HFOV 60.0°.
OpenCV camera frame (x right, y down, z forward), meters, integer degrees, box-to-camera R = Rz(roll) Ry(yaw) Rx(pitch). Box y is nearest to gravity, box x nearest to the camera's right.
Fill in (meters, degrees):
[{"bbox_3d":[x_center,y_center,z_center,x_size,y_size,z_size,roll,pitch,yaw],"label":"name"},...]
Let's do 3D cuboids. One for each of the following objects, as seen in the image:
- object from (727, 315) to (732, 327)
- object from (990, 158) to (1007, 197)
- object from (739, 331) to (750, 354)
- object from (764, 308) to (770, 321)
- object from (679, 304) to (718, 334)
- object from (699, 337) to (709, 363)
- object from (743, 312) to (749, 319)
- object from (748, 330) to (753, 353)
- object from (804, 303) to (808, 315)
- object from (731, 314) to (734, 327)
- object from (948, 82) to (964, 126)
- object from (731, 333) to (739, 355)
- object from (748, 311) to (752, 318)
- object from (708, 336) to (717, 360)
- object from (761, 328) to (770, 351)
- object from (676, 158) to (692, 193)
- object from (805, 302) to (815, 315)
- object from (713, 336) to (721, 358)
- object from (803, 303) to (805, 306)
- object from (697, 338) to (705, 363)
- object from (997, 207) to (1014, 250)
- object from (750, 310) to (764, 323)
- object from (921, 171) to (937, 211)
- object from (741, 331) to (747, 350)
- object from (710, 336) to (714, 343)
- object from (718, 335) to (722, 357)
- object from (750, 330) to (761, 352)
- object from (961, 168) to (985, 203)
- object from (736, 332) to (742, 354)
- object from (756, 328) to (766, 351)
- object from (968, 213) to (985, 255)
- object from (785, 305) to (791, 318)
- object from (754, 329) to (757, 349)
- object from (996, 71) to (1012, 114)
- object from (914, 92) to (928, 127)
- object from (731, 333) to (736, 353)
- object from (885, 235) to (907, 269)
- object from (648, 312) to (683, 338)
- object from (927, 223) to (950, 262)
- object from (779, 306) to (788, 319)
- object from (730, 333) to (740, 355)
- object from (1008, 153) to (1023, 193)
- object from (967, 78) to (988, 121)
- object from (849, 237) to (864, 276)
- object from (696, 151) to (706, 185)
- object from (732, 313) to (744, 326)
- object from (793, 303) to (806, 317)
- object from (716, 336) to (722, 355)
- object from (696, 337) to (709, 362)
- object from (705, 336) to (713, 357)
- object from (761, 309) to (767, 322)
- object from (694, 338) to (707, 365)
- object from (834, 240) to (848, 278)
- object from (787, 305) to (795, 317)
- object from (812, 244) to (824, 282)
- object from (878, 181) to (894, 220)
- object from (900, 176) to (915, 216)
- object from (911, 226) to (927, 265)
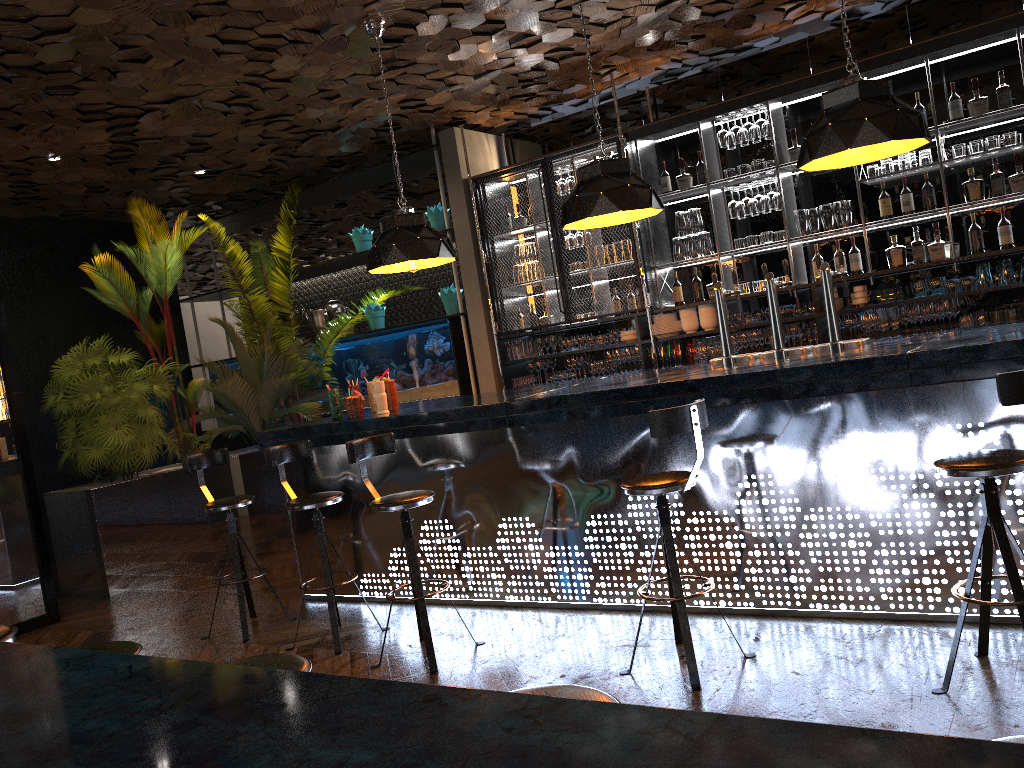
[{"bbox_3d":[1.731,-0.505,7.163,0.100,0.100,0.089,-7,3,39],"label":"object"},{"bbox_3d":[3.389,-1.437,6.193,0.083,0.282,0.083,-8,3,34],"label":"object"},{"bbox_3d":[1.868,-0.311,7.096,0.084,0.216,0.084,-11,3,-41],"label":"object"},{"bbox_3d":[2.047,-0.551,7.016,0.093,0.099,0.093,-11,3,-39],"label":"object"},{"bbox_3d":[1.551,-0.544,7.373,0.309,0.216,0.149,-8,3,32],"label":"object"},{"bbox_3d":[1.607,-0.278,7.384,0.082,0.213,0.082,-9,2,10],"label":"object"},{"bbox_3d":[1.895,-0.535,7.264,0.100,0.100,0.089,-10,2,-14],"label":"object"},{"bbox_3d":[1.942,-0.327,7.204,0.084,0.216,0.084,-8,2,26],"label":"object"},{"bbox_3d":[2.333,-0.598,7.079,0.095,0.096,0.095,-11,3,-40],"label":"object"},{"bbox_3d":[1.787,-0.518,7.261,0.100,0.100,0.089,-9,2,6],"label":"object"},{"bbox_3d":[3.141,-1.988,6.286,0.086,0.298,0.086,-9,2,-7],"label":"object"},{"bbox_3d":[1.791,-0.300,7.150,0.084,0.216,0.084,-8,2,22],"label":"object"},{"bbox_3d":[1.954,-0.548,7.345,0.089,0.100,0.100,-8,2,28],"label":"object"},{"bbox_3d":[1.641,-0.278,7.257,0.082,0.213,0.082,-10,2,-23],"label":"object"},{"bbox_3d":[2.090,-0.353,7.271,0.084,0.216,0.084,-11,3,-34],"label":"object"},{"bbox_3d":[1.435,-1.746,7.415,0.123,0.279,0.123,-8,2,22],"label":"object"},{"bbox_3d":[2.314,-0.586,6.854,0.095,0.096,0.095,-10,3,-32],"label":"object"},{"bbox_3d":[1.690,-0.289,7.329,0.082,0.213,0.082,-9,2,13],"label":"object"},{"bbox_3d":[2.252,-0.579,6.935,0.095,0.096,0.095,-8,3,34],"label":"object"},{"bbox_3d":[1.582,-0.279,7.509,0.082,0.213,0.082,-9,2,-6],"label":"object"},{"bbox_3d":[3.451,-1.088,6.212,0.086,0.298,0.086,-9,2,-7],"label":"object"},{"bbox_3d":[1.961,-0.540,7.079,0.109,0.100,0.109,-8,2,17],"label":"object"},{"bbox_3d":[3.024,-1.396,6.442,0.086,0.297,0.086,-9,2,-7],"label":"object"},{"bbox_3d":[1.940,-0.333,7.372,0.084,0.216,0.084,-10,2,-18],"label":"object"},{"bbox_3d":[1.706,-0.299,7.530,0.082,0.213,0.082,-10,2,-26],"label":"object"},{"bbox_3d":[1.739,-0.300,7.404,0.082,0.213,0.082,-10,2,-24],"label":"object"},{"bbox_3d":[1.943,-0.321,7.046,0.084,0.216,0.084,-10,2,-14],"label":"object"},{"bbox_3d":[3.264,-1.402,6.279,0.151,0.248,0.094,-8,2,23],"label":"object"},{"bbox_3d":[1.869,-0.317,7.257,0.084,0.216,0.084,-11,3,-44],"label":"object"},{"bbox_3d":[2.016,-0.337,7.161,0.084,0.216,0.084,-10,2,-14],"label":"object"},{"bbox_3d":[3.285,-1.064,6.285,0.086,0.297,0.086,-10,2,-22],"label":"object"},{"bbox_3d":[2.159,-0.569,7.010,0.093,0.099,0.093,-9,2,5],"label":"object"},{"bbox_3d":[2.012,-0.342,7.316,0.084,0.216,0.084,-8,3,33],"label":"object"},{"bbox_3d":[3.387,-2.012,6.112,0.083,0.282,0.083,-8,3,34],"label":"object"},{"bbox_3d":[2.952,-1.961,6.421,0.086,0.298,0.086,-9,2,-7],"label":"object"},{"bbox_3d":[1.820,-0.311,7.349,0.082,0.213,0.082,-8,2,22],"label":"object"},{"bbox_3d":[2.860,-0.981,6.605,0.151,0.248,0.094,-8,2,23],"label":"object"},{"bbox_3d":[1.317,-0.503,7.573,0.306,0.195,0.300,-8,3,35],"label":"object"},{"bbox_3d":[3.091,-1.028,6.431,0.123,0.279,0.123,-11,3,-42],"label":"object"},{"bbox_3d":[2.105,-0.557,6.921,0.093,0.099,0.093,-11,3,-37],"label":"object"},{"bbox_3d":[1.870,-0.322,7.421,0.082,0.213,0.082,-8,2,25],"label":"object"},{"bbox_3d":[3.496,-1.448,6.105,0.123,0.279,0.123,-11,3,-42],"label":"object"},{"bbox_3d":[3.247,-1.990,6.190,0.123,0.279,0.123,-8,2,23],"label":"object"},{"bbox_3d":[2.620,-0.976,6.773,0.086,0.298,0.086,-9,2,-7],"label":"object"},{"bbox_3d":[1.570,-1.777,7.342,0.086,0.299,0.086,-9,2,-7],"label":"object"},{"bbox_3d":[1.829,-0.521,7.163,0.100,0.100,0.089,-10,2,-20],"label":"object"},{"bbox_3d":[2.216,-0.570,6.834,0.095,0.096,0.095,-9,2,8],"label":"object"},{"bbox_3d":[1.716,-0.288,7.204,0.082,0.213,0.082,-10,2,-26],"label":"object"},{"bbox_3d":[1.628,-0.289,7.585,0.082,0.213,0.082,-9,2,10],"label":"object"},{"bbox_3d":[1.663,-0.290,7.456,0.082,0.213,0.082,-11,3,-35],"label":"object"},{"bbox_3d":[2.048,-0.559,7.210,0.109,0.100,0.109,-8,2,17],"label":"object"},{"bbox_3d":[1.555,-0.267,7.315,0.082,0.213,0.082,-10,2,-27],"label":"object"},{"bbox_3d":[2.536,-0.966,6.858,0.086,0.298,0.086,-9,2,-7],"label":"object"},{"bbox_3d":[2.218,-0.581,7.091,0.093,0.099,0.093,-8,2,21],"label":"object"},{"bbox_3d":[2.393,-0.944,6.925,0.086,0.299,0.086,-9,2,-7],"label":"object"},{"bbox_3d":[2.781,-1.363,6.610,0.086,0.299,0.086,-9,2,-7],"label":"object"},{"bbox_3d":[2.915,-1.383,6.550,0.086,0.298,0.086,-9,2,-7],"label":"object"},{"bbox_3d":[2.985,-1.016,6.519,0.083,0.282,0.083,-8,3,34],"label":"object"}]
